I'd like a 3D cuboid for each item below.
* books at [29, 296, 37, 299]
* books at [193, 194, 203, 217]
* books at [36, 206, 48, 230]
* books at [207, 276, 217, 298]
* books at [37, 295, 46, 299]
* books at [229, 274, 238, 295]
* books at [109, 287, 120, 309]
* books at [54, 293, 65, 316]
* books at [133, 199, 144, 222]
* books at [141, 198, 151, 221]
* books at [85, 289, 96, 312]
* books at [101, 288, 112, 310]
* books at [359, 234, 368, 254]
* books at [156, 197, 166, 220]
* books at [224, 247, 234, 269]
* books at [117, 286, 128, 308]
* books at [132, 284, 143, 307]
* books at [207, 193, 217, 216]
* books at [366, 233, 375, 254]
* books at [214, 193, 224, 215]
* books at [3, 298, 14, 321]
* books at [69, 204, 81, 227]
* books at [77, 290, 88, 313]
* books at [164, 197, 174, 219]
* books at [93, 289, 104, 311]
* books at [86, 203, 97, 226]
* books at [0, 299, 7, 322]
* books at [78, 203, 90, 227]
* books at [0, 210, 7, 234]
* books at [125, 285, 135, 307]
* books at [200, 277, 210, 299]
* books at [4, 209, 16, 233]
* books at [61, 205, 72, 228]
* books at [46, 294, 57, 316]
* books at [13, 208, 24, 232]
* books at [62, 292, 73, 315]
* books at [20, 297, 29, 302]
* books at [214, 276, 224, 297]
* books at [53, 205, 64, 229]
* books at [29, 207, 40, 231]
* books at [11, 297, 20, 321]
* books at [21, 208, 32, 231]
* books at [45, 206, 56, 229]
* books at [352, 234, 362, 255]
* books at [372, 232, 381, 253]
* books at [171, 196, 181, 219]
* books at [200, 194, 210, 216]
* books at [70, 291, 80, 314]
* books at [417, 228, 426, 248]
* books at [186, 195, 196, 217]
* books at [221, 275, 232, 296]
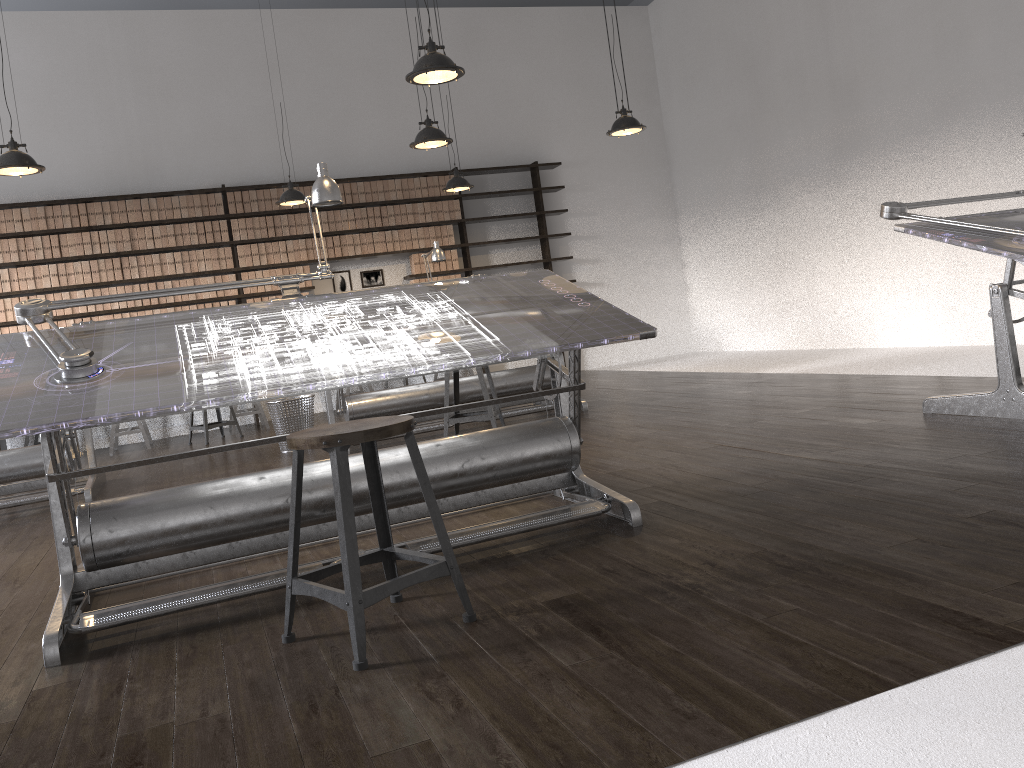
[{"bbox_3d":[-4.526,-0.721,8.420,0.067,0.225,0.174,-8,2,-20],"label":"books"},{"bbox_3d":[-3.173,-1.785,8.941,0.067,0.225,0.174,-8,2,-20],"label":"books"},{"bbox_3d":[-4.475,-1.568,8.457,0.067,0.225,0.174,-8,2,-20],"label":"books"},{"bbox_3d":[-3.037,-0.968,8.968,0.067,0.225,0.174,-8,2,-20],"label":"books"},{"bbox_3d":[-4.458,-0.731,8.440,0.067,0.225,0.174,-8,2,-20],"label":"books"},{"bbox_3d":[-2.846,-1.000,9.038,0.067,0.225,0.174,-8,2,-20],"label":"books"},{"bbox_3d":[-3.882,-0.828,8.656,0.067,0.225,0.174,-8,2,-20],"label":"books"},{"bbox_3d":[-4.328,-0.754,8.493,0.067,0.225,0.174,-8,2,-20],"label":"books"},{"bbox_3d":[-3.690,-1.699,8.748,0.067,0.225,0.174,-8,2,-20],"label":"books"},{"bbox_3d":[-3.623,-1.710,8.773,0.067,0.225,0.174,-8,2,-20],"label":"books"},{"bbox_3d":[-4.076,-0.795,8.582,0.067,0.225,0.174,-8,2,-20],"label":"books"},{"bbox_3d":[-3.948,-0.817,8.635,0.067,0.225,0.174,-8,2,-20],"label":"books"},{"bbox_3d":[-1.608,-1.494,9.514,0.067,0.225,0.174,-8,2,-20],"label":"books"},{"bbox_3d":[-3.493,-1.732,8.829,0.067,0.225,0.174,-8,2,-20],"label":"books"},{"bbox_3d":[-2.889,-1.274,9.036,0.067,0.225,0.174,-8,2,-20],"label":"books"},{"bbox_3d":[-3.814,-0.839,8.678,0.067,0.225,0.174,-8,2,-20],"label":"books"},{"bbox_3d":[-3.689,-0.860,8.729,0.067,0.225,0.174,-8,2,-20],"label":"books"},{"bbox_3d":[-3.047,-1.807,8.994,0.067,0.225,0.174,-8,2,-20],"label":"books"},{"bbox_3d":[-1.542,-1.505,9.536,0.067,0.225,0.174,-8,2,-20],"label":"books"},{"bbox_3d":[-2.980,-1.817,9.014,0.067,0.225,0.174,-8,2,-20],"label":"books"},{"bbox_3d":[-4.725,-0.687,8.344,0.067,0.225,0.174,-8,2,-20],"label":"books"},{"bbox_3d":[-4.217,-1.612,8.559,0.067,0.225,0.174,-8,2,-20],"label":"books"},{"bbox_3d":[-4.144,-0.784,8.558,0.067,0.225,0.174,-8,2,-20],"label":"books"},{"bbox_3d":[-3.428,-1.743,8.851,0.067,0.225,0.174,-8,2,-20],"label":"books"},{"bbox_3d":[-4.012,-0.806,8.610,0.067,0.225,0.174,-8,2,-20],"label":"books"},{"bbox_3d":[-4.078,-1.635,8.611,0.067,0.225,0.174,-8,2,-20],"label":"books"},{"bbox_3d":[-4.782,-0.677,8.318,0.067,0.225,0.174,-8,2,-20],"label":"books"},{"bbox_3d":[-4.145,-1.623,8.580,0.067,0.225,0.174,-8,2,-20],"label":"books"},{"bbox_3d":[-4.795,-1.515,8.345,0.067,0.225,0.174,-8,2,-20],"label":"books"},{"bbox_3d":[-3.746,-0.850,8.703,0.067,0.225,0.174,-8,2,-20],"label":"books"},{"bbox_3d":[-3.100,-0.958,8.947,0.067,0.225,0.174,-8,2,-20],"label":"books"},{"bbox_3d":[-4.729,-1.526,8.367,0.067,0.225,0.174,-8,2,-20],"label":"books"},{"bbox_3d":[-4.281,-1.600,8.531,0.067,0.225,0.174,-8,2,-20],"label":"books"},{"bbox_3d":[-4.394,-0.743,8.469,0.067,0.225,0.174,-8,2,-20],"label":"books"},{"bbox_3d":[-4.663,-1.537,8.388,0.067,0.225,0.174,-8,2,-20],"label":"books"},{"bbox_3d":[-4.264,-0.764,8.511,0.067,0.225,0.174,-8,2,-20],"label":"books"},{"bbox_3d":[-4.594,-0.709,8.389,0.067,0.225,0.174,-8,2,-20],"label":"books"},{"bbox_3d":[-2.973,-0.979,8.996,0.067,0.225,0.174,-8,2,-20],"label":"books"},{"bbox_3d":[-4.348,-1.590,8.510,0.067,0.225,0.174,-8,2,-20],"label":"books"},{"bbox_3d":[-4.538,-1.558,8.438,0.067,0.225,0.174,-8,2,-20],"label":"books"},{"bbox_3d":[-4.665,-0.697,8.369,0.067,0.225,0.174,-8,2,-20],"label":"books"},{"bbox_3d":[-4.596,-1.548,8.415,0.067,0.225,0.174,-8,2,-20],"label":"books"},{"bbox_3d":[-4.414,-1.579,8.485,0.067,0.225,0.174,-8,2,-20],"label":"books"},{"bbox_3d":[-1.671,-1.483,9.486,0.067,0.225,0.174,-8,2,-20],"label":"books"},{"bbox_3d":[-1.473,-1.516,9.561,0.067,0.225,0.174,-8,2,-20],"label":"books"},{"bbox_3d":[-3.361,-1.754,8.872,0.067,0.225,0.174,-8,2,-20],"label":"books"},{"bbox_3d":[-3.113,-1.796,8.969,0.067,0.225,0.174,-8,2,-20],"label":"books"},{"bbox_3d":[-4.203,-0.774,8.538,0.067,0.225,0.174,-8,2,-20],"label":"books"},{"bbox_3d":[-1.017,-1.592,9.729,0.067,0.225,0.174,-8,2,-20],"label":"books"},{"bbox_3d":[-3.237,-1.775,8.922,0.067,0.225,0.174,-8,2,-20],"label":"books"},{"bbox_3d":[-2.909,-0.990,9.022,0.067,0.225,0.174,-8,2,-20],"label":"books"}]
